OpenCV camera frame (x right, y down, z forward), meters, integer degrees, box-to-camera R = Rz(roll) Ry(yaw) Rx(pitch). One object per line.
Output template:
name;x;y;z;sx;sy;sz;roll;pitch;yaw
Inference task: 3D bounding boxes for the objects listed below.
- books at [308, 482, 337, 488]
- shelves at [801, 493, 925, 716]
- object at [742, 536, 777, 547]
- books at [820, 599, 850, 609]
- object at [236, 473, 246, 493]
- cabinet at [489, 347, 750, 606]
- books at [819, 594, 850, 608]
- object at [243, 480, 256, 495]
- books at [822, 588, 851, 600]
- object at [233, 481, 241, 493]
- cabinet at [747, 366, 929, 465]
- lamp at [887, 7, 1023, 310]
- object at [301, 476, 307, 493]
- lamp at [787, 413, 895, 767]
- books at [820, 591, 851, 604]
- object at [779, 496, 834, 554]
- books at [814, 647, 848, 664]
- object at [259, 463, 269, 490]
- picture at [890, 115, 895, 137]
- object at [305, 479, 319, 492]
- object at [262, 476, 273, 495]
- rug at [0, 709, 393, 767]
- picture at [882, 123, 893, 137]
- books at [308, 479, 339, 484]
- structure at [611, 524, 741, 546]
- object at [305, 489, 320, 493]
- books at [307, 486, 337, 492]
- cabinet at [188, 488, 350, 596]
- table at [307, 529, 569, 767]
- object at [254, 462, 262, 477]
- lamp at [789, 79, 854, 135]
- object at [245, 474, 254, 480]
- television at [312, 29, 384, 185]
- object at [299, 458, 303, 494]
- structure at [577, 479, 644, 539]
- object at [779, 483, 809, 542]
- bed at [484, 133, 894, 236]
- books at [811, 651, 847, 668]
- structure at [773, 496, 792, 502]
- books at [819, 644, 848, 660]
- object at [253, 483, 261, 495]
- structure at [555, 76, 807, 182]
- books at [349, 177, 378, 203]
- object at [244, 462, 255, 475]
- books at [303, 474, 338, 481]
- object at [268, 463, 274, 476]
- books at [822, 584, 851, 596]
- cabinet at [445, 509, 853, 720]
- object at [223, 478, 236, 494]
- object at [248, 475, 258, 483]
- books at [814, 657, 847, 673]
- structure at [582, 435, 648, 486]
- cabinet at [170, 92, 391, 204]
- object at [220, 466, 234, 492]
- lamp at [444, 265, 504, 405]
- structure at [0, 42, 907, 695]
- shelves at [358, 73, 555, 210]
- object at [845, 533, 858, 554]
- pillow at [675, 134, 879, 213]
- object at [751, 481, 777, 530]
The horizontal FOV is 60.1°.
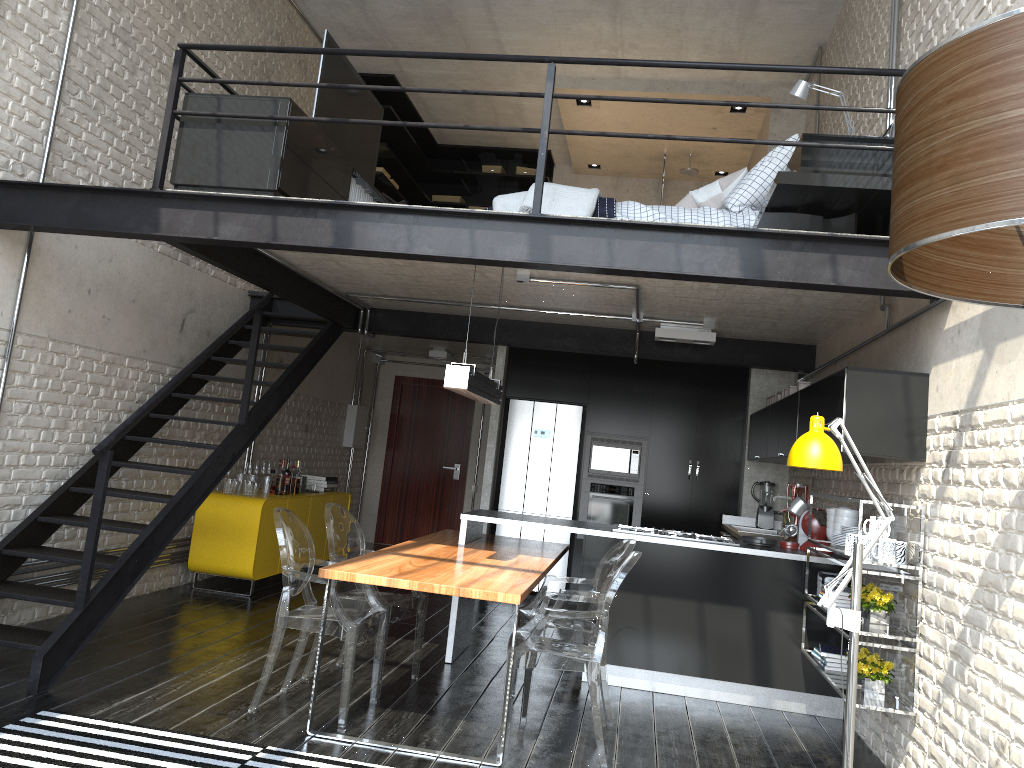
books;-1.935;1.009;8.904;0.259;0.031;0.326;6;-5;7
shelves;1.811;1.074;4.667;0.288;0.934;1.240;5;-6;9
object;1.584;1.019;5.723;0.227;0.050;0.308;3;-6;37
books;1.826;1.217;4.849;0.211;0.021;0.290;6;-5;8
object;-2.309;0.840;7.506;0.087;0.156;0.086;3;-8;21
cabinet;1.026;0.900;8.645;2.322;2.495;0.548;5;-8;9
books;1.821;1.196;4.853;0.211;0.021;0.290;6;-5;9
object;-2.169;0.856;7.294;0.096;0.120;0.095;3;-8;26
books;1.838;1.159;4.857;0.211;0.021;0.290;5;-5;9
object;-2.310;0.856;7.351;0.092;0.100;0.092;12;-9;-43
cabinet;2.059;0.322;6.141;0.400;0.424;3.862;5;-5;9
lamp;0.813;0.300;0.490;0.556;2.347;1.832;7;-7;-5
object;-1.982;0.923;8.233;0.134;0.183;0.052;13;-10;-43
lamp;1.140;0.885;2.829;0.631;1.631;1.557;3;-7;22
books;1.830;1.178;4.855;0.211;0.021;0.290;6;-5;7
object;1.941;0.919;5.806;0.350;0.344;0.218;7;-7;-7
books;1.786;1.492;4.846;0.201;0.024;0.276;6;-5;7
object;-2.271;0.844;8.067;0.092;0.247;0.092;11;-9;-30
picture;2.058;-1.323;4.761;0.033;0.316;0.224;5;-7;9
object;-1.953;0.987;8.589;0.229;0.108;0.098;2;-7;36
object;-2.095;0.867;7.558;0.087;0.156;0.086;3;-8;21
rug;-0.623;1.434;1.927;3.405;0.004;3.465;6;-5;9
picture;2.068;-1.286;4.952;0.046;0.277;0.241;5;-7;9
books;-1.941;0.979;8.921;0.287;0.031;0.348;6;-5;9
structure;1.070;0.986;5.838;0.812;0.026;0.498;6;-5;9
object;-2.000;1.028;8.528;0.299;0.012;0.298;7;-5;-11
books;-1.946;1.047;8.911;0.260;0.044;0.348;5;-5;11
cabinet;-2.133;1.376;8.094;0.549;0.775;2.182;5;-5;9
table;-0.266;1.367;5.187;0.928;0.739;2.651;5;-5;9
object;-2.299;0.830;7.939;0.092;0.247;0.092;11;-9;-30
lamp;1.815;-1.502;5.173;0.170;0.694;0.479;10;-8;-25
object;-2.254;0.852;7.587;0.087;0.156;0.086;3;-8;21
television;-1.203;-1.830;6.362;0.296;0.869;1.307;5;-6;9
object;-1.961;0.847;8.141;0.073;0.323;0.072;6;-8;0
structure;0.956;1.227;8.549;0.582;0.562;0.480;5;-7;9
object;2.056;0.938;6.433;0.211;0.430;0.200;3;-8;23
bed;1.064;-1.000;6.547;2.697;0.848;4.443;5;-5;9
books;1.779;1.513;4.844;0.201;0.024;0.276;6;-5;3
structure;2.265;1.096;7.411;0.177;0.313;0.088;5;-8;9
books;1.793;1.471;4.849;0.201;0.024;0.276;5;-5;18
object;-2.156;0.876;7.397;0.092;0.100;0.092;12;-9;-43
structure;1.781;-1.532;10.258;2.595;2.975;2.767;5;-7;9
books;-1.109;-1.247;6.213;0.167;0.226;0.967;5;-5;9
object;-2.322;0.818;7.819;0.092;0.247;0.092;11;-9;-30
books;-1.935;0.944;8.913;0.259;0.038;0.322;5;-5;11
object;-2.254;0.855;8.189;0.092;0.247;0.092;11;-9;-30
books;1.834;1.139;4.860;0.211;0.021;0.290;5;-5;12
cabinet;1.018;1.494;6.760;2.433;1.013;2.723;5;-5;9
object;-2.318;0.836;7.247;0.095;0.120;0.095;10;-8;-29
object;-2.206;0.851;7.502;0.087;0.156;0.086;3;-8;21
books;1.782;1.535;4.840;0.201;0.024;0.276;6;-5;8
structure;1.011;0.743;8.637;0.582;0.424;0.444;5;-6;9
cabinet;-1.279;-1.130;6.262;0.607;0.556;3.154;5;-5;9
object;-2.372;0.777;7.371;0.092;0.247;0.092;7;-8;-8
lamp;-0.157;-0.366;4.992;0.125;0.897;1.079;5;-6;9
structure;-0.149;0.113;5.921;4.788;3.369;3.755;5;-6;9
shelves;-0.794;-1.849;10.725;2.126;2.814;2.651;5;-7;9
object;1.744;0.815;4.504;0.083;0.101;0.107;0;-9;43
pillow;1.691;-1.209;6.270;1.145;0.739;2.120;6;-5;7
object;2.245;1.078;7.913;0.223;0.427;0.160;5;-8;9
